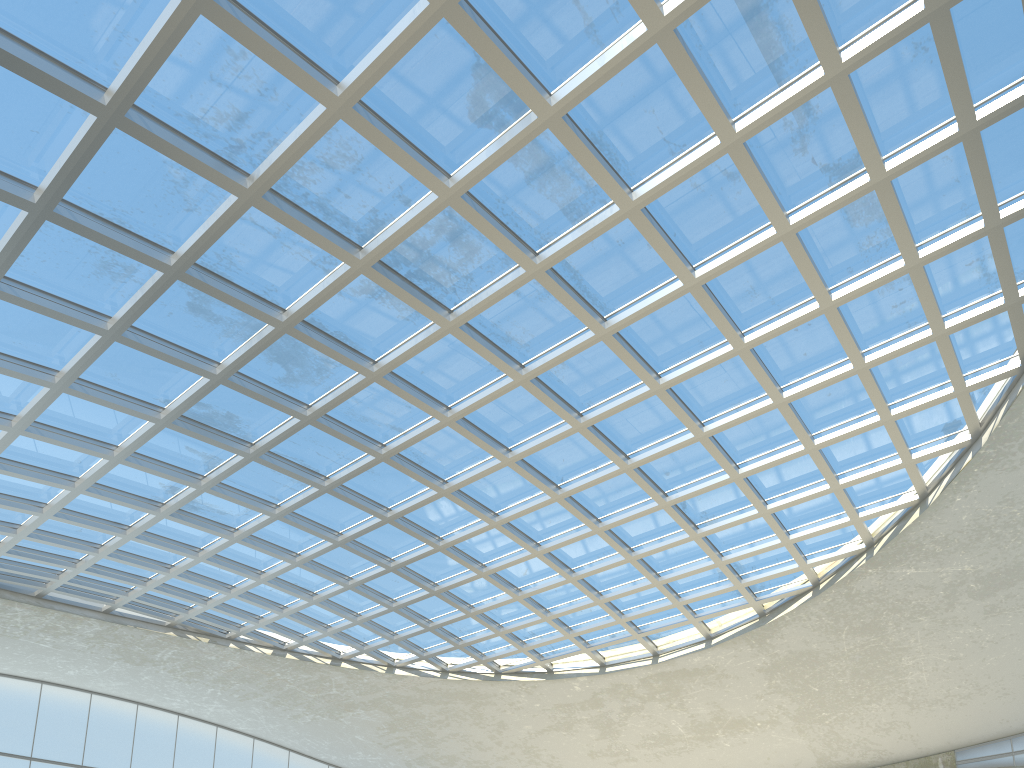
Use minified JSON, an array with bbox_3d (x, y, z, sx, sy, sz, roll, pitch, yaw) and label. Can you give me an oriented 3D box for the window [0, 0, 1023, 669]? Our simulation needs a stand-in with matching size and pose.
[{"bbox_3d":[-10.163,7.063,48.288,83.046,9.683,86.595,-25,-42,31],"label":"window"}]
